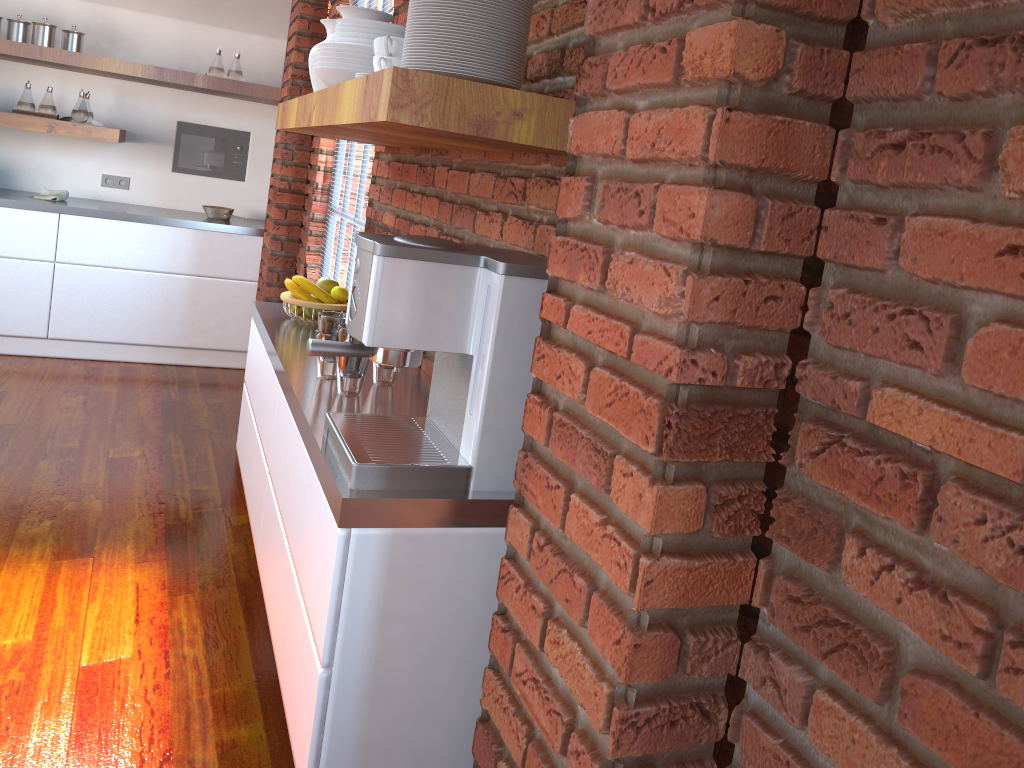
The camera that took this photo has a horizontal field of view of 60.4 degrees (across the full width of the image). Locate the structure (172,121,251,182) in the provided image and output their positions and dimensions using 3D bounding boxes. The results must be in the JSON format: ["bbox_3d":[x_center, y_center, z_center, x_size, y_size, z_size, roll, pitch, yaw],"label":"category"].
[{"bbox_3d":[-1.966,-1.521,5.769,0.455,0.330,0.013,4,7,-22],"label":"structure"}]

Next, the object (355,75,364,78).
[{"bbox_3d":[-0.223,-0.569,1.682,0.155,0.012,0.155,15,14,28],"label":"object"}]

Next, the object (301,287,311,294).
[{"bbox_3d":[-0.603,-0.270,2.570,0.051,0.052,0.045,3,10,-33],"label":"object"}]

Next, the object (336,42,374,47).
[{"bbox_3d":[-0.304,-0.731,2.012,0.213,0.054,0.218,1,14,-30],"label":"object"}]

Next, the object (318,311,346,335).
[{"bbox_3d":[-0.389,-0.100,1.912,0.078,0.102,0.078,10,8,8],"label":"object"}]

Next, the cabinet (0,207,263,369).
[{"bbox_3d":[-2.518,-0.627,5.299,1.975,0.807,0.726,4,10,-22],"label":"cabinet"}]

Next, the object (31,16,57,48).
[{"bbox_3d":[-2.624,-1.970,4.932,0.126,0.175,0.131,5,9,-27],"label":"object"}]

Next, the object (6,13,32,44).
[{"bbox_3d":[-2.788,-2.003,4.970,0.126,0.175,0.131,5,9,-27],"label":"object"}]

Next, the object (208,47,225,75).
[{"bbox_3d":[-1.786,-1.947,5.336,0.093,0.189,0.095,7,7,-10],"label":"object"}]

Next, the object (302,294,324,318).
[{"bbox_3d":[-0.568,-0.224,2.537,0.078,0.065,0.077,11,10,11],"label":"object"}]

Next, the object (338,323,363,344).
[{"bbox_3d":[-0.323,-0.066,1.801,0.077,0.102,0.079,7,8,-10],"label":"object"}]

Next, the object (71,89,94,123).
[{"bbox_3d":[-2.507,-1.623,5.147,0.093,0.190,0.206,7,9,-13],"label":"object"}]

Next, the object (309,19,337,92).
[{"bbox_3d":[-0.495,-0.917,2.558,0.193,0.246,0.194,11,9,17],"label":"object"}]

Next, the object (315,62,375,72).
[{"bbox_3d":[-0.312,-0.682,2.017,0.281,0.054,0.287,-1,16,-38],"label":"object"}]

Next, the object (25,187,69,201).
[{"bbox_3d":[-2.707,-1.109,5.120,0.204,0.061,0.199,9,12,0],"label":"object"}]

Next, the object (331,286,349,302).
[{"bbox_3d":[-0.499,-0.259,2.544,0.047,0.045,0.055,12,10,19],"label":"object"}]

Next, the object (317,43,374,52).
[{"bbox_3d":[-0.305,-0.722,2.013,0.281,0.054,0.287,-1,16,-38],"label":"object"}]

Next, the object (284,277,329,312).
[{"bbox_3d":[-0.586,-0.243,2.504,0.177,0.093,0.064,12,8,15],"label":"object"}]

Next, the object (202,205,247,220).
[{"bbox_3d":[-1.791,-1.047,5.441,0.194,0.073,0.355,-2,16,-40],"label":"object"}]

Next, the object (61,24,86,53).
[{"bbox_3d":[-2.553,-2.000,5.113,0.126,0.175,0.131,5,9,-27],"label":"object"}]

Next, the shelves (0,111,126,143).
[{"bbox_3d":[-2.823,-1.513,5.071,1.061,0.075,0.669,4,13,-22],"label":"shelves"}]

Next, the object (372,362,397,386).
[{"bbox_3d":[-0.276,-0.050,1.936,0.078,0.102,0.078,10,8,8],"label":"object"}]

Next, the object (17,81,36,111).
[{"bbox_3d":[-2.761,-1.631,5.010,0.093,0.189,0.095,7,7,-10],"label":"object"}]

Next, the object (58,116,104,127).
[{"bbox_3d":[-2.519,-1.542,5.154,0.194,0.032,0.228,6,13,-12],"label":"object"}]

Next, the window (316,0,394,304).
[{"bbox_3d":[2.656,0.148,1.308,3.614,9.766,17.801,5,11,-32],"label":"window"}]

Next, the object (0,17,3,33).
[{"bbox_3d":[-2.908,-2.005,4.897,0.126,0.175,0.131,5,9,-27],"label":"object"}]

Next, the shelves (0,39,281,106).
[{"bbox_3d":[-2.345,-1.860,5.200,1.968,0.075,0.669,3,13,-22],"label":"shelves"}]

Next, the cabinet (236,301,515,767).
[{"bbox_3d":[-0.404,0.191,2.083,0.335,0.467,1.659,5,12,-22],"label":"cabinet"}]

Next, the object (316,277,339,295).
[{"bbox_3d":[-0.539,-0.280,2.575,0.069,0.060,0.069,8,10,-6],"label":"object"}]

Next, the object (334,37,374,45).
[{"bbox_3d":[-0.303,-0.741,2.011,0.213,0.054,0.218,1,14,-30],"label":"object"}]

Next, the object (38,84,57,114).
[{"bbox_3d":[-2.662,-1.625,5.053,0.094,0.190,0.093,11,8,21],"label":"object"}]

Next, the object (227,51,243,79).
[{"bbox_3d":[-1.687,-1.940,5.380,0.094,0.190,0.093,11,8,21],"label":"object"}]

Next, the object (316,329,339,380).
[{"bbox_3d":[-0.394,-0.063,1.916,0.078,0.102,0.078,10,8,8],"label":"object"}]

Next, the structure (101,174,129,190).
[{"bbox_3d":[-2.522,-1.285,5.595,0.159,0.079,0.033,4,8,-22],"label":"structure"}]

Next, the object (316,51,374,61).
[{"bbox_3d":[-0.308,-0.703,2.015,0.281,0.054,0.287,-1,16,-38],"label":"object"}]

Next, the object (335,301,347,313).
[{"bbox_3d":[-0.516,-0.222,2.581,0.070,0.068,0.069,6,9,-13],"label":"object"}]

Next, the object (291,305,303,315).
[{"bbox_3d":[-0.621,-0.224,2.569,0.046,0.045,0.056,10,10,11],"label":"object"}]

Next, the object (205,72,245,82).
[{"bbox_3d":[-1.749,-1.862,5.366,0.222,0.032,0.199,3,13,-23],"label":"object"}]

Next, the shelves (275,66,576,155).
[{"bbox_3d":[-0.285,-0.597,2.004,0.336,0.075,1.571,4,13,-22],"label":"shelves"}]

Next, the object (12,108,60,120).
[{"bbox_3d":[-2.724,-1.547,5.039,0.222,0.032,0.199,3,13,-23],"label":"object"}]

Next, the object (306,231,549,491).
[{"bbox_3d":[-0.136,-0.052,1.439,0.377,0.365,0.276,5,9,-22],"label":"object"}]

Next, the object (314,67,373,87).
[{"bbox_3d":[-0.313,-0.672,2.018,0.281,0.054,0.287,-1,16,-38],"label":"object"}]

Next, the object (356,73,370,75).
[{"bbox_3d":[-0.223,-0.573,1.682,0.155,0.012,0.155,15,14,28],"label":"object"}]
